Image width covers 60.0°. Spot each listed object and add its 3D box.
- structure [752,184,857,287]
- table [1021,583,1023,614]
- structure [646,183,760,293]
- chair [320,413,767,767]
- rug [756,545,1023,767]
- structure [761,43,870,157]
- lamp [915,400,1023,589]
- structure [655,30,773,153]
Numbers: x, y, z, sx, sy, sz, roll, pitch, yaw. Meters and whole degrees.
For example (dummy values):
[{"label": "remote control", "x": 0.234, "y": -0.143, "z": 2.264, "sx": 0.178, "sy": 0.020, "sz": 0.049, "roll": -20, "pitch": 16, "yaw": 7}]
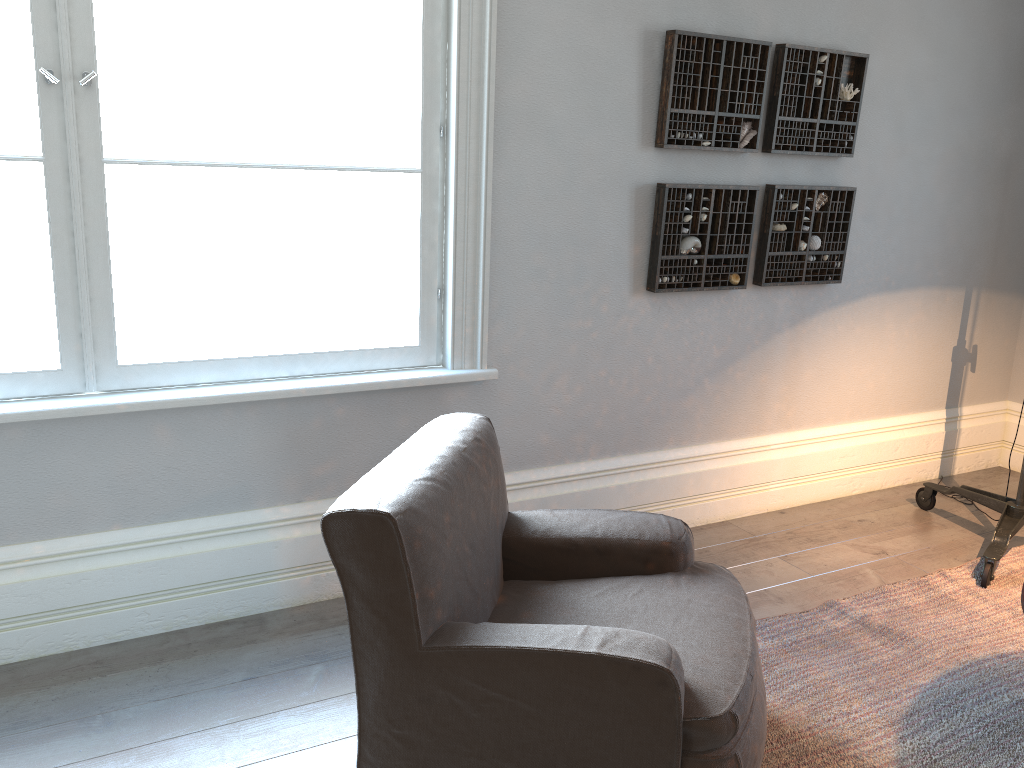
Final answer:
[{"label": "structure", "x": 1.243, "y": -0.628, "z": 3.753, "sx": 0.468, "sy": 0.415, "sz": 0.086, "roll": -5, "pitch": 15, "yaw": -28}, {"label": "table", "x": 1.831, "y": 0.859, "z": 1.967, "sx": 1.300, "sy": 0.502, "sz": 1.301, "roll": -8, "pitch": 17, "yaw": -34}, {"label": "structure", "x": 0.758, "y": -0.576, "z": 3.500, "sx": 0.468, "sy": 0.415, "sz": 0.086, "roll": -5, "pitch": 15, "yaw": -28}, {"label": "chair", "x": 0.141, "y": 0.582, "z": 2.193, "sx": 0.970, "sy": 0.794, "sz": 0.808, "roll": 5, "pitch": 14, "yaw": 12}, {"label": "rug", "x": 1.870, "y": 1.052, "z": 2.004, "sx": 2.400, "sy": 0.090, "sz": 2.822, "roll": -5, "pitch": 15, "yaw": -27}, {"label": "structure", "x": 1.248, "y": -1.145, "z": 3.612, "sx": 0.468, "sy": 0.415, "sz": 0.105, "roll": -5, "pitch": 15, "yaw": -28}, {"label": "lamp", "x": 2.269, "y": -0.136, "z": 3.691, "sx": 0.797, "sy": 1.642, "sz": 1.866, "roll": 4, "pitch": 14, "yaw": 9}, {"label": "structure", "x": 0.764, "y": -1.105, "z": 3.384, "sx": 0.468, "sy": 0.415, "sz": 0.099, "roll": -5, "pitch": 15, "yaw": -28}]
